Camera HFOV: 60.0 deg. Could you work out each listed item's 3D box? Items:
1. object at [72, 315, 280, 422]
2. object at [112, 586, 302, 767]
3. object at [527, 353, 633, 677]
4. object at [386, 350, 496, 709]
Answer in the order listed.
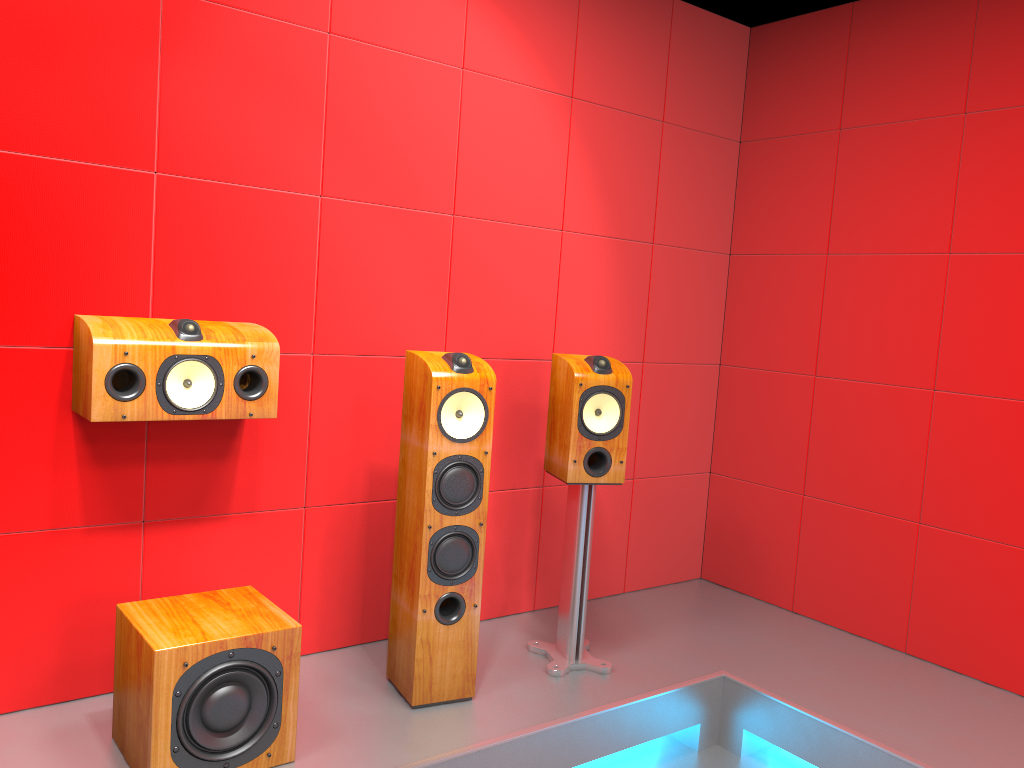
[{"bbox_3d":[-0.927,-0.049,2.468,0.493,0.271,0.235,0,6,-37],"label":"object"},{"bbox_3d":[-0.787,0.768,2.279,0.360,0.360,0.360,0,6,-37],"label":"object"},{"bbox_3d":[0.232,0.426,3.015,0.231,1.058,0.265,2,5,-18],"label":"object"},{"bbox_3d":[-0.217,0.424,2.699,0.203,1.052,0.238,1,6,-28],"label":"object"}]
